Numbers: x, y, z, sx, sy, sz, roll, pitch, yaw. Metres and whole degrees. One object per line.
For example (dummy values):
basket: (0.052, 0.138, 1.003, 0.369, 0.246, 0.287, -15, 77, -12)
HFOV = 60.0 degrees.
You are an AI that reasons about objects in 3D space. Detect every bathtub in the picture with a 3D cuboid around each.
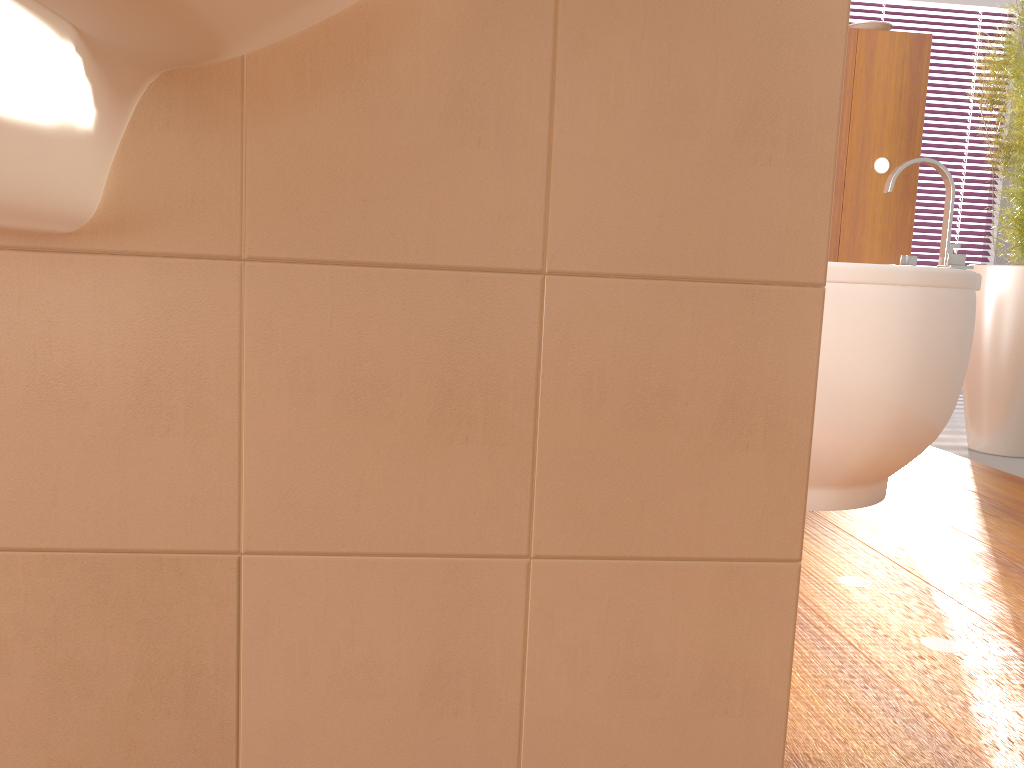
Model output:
bathtub: (0.339, -0.197, 2.393, 1.874, 0.900, 0.888, 2, 7, -6)

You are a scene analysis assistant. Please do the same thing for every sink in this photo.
sink: (-0.337, -0.349, 0.473, 0.683, 0.516, 0.539, 2, 7, -6)

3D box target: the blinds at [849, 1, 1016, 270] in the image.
blinds: (0.305, -1.060, 4.637, 4.712, 2.022, 0.032, 2, 7, -6)

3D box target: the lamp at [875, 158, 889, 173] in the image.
lamp: (0.796, -0.817, 3.185, 1.169, 0.052, 0.001, 2, 7, -6)

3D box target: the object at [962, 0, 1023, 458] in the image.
object: (1.837, -0.527, 2.947, 0.683, 1.557, 1.335, 6, 8, 27)

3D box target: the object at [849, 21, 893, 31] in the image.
object: (1.326, -1.306, 3.308, 0.173, 0.046, 0.173, 2, 7, -6)

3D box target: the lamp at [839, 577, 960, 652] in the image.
lamp: (-0.821, 0.447, 0.395, 3.173, 0.001, 2.893, 2, 7, -6)
